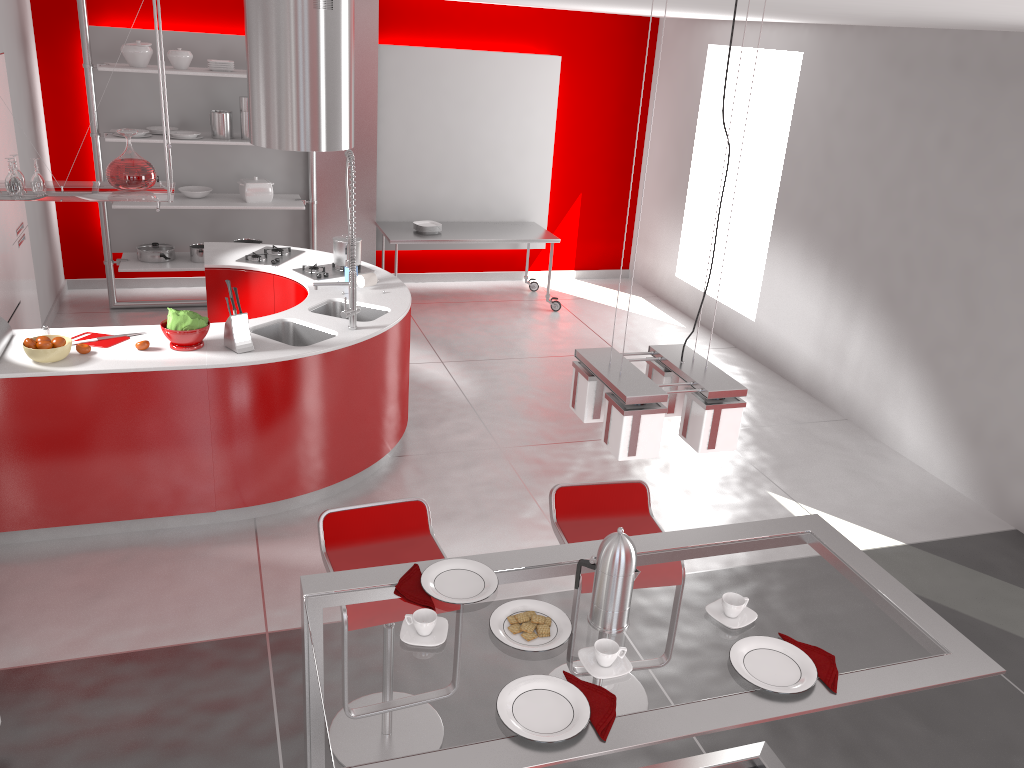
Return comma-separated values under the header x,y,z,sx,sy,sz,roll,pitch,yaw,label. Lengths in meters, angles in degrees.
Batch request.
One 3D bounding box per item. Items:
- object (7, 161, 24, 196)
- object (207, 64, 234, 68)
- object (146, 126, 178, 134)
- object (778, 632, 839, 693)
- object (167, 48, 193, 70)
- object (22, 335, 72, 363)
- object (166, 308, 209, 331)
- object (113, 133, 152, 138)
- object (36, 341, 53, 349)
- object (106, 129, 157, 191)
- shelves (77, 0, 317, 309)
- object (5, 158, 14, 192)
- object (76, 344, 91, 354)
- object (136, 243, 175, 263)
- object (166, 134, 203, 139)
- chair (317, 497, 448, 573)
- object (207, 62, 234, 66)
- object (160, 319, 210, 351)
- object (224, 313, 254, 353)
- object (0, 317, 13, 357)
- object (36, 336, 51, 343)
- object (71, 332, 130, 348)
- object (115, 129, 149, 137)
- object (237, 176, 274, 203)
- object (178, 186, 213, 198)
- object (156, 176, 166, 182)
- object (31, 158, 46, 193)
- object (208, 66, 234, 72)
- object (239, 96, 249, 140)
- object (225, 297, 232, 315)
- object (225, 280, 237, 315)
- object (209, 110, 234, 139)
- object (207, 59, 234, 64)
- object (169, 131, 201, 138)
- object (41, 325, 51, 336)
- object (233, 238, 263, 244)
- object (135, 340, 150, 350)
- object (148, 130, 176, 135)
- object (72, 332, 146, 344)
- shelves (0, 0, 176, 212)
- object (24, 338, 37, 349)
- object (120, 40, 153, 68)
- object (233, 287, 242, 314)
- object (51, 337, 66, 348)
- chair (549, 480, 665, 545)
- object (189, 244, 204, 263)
x,y,z,sx,sy,sz,roll,pitch,yaw,label
-2.106,-0.870,3.753,0.060,0.141,0.060,-15,29,-39,object
-2.301,-2.506,7.010,0.200,0.030,0.200,-3,23,-18,object
-2.824,-2.046,7.166,0.244,0.042,0.244,-7,25,-26,object
0.786,0.702,2.267,0.095,0.012,0.234,-4,23,-19,object
-2.575,-2.524,6.880,0.192,0.153,0.192,2,22,-6,object
-2.120,-0.152,4.058,0.201,0.086,0.201,-3,23,-17,object
-1.575,-0.291,4.309,0.198,0.182,0.193,-1,23,-13,object
-2.956,-1.938,6.912,0.280,0.015,0.280,11,23,16,object
-2.123,-0.174,4.028,0.065,0.052,0.062,-10,26,-32,object
-1.720,-1.008,3.997,0.213,0.266,0.213,7,22,8,object
-2.475,-1.882,7.232,1.735,2.599,0.535,-3,23,-18,shelves
-2.154,-0.900,3.817,0.060,0.141,0.060,-3,23,-18,object
-2.009,-0.164,4.159,0.065,0.047,0.063,-4,23,-18,object
-2.981,-1.100,7.401,0.308,0.130,0.407,0,23,-11,object
-2.590,-1.954,7.018,0.280,0.015,0.280,8,22,9,object
-0.440,0.888,3.121,0.418,0.857,0.460,-5,24,-22,chair
-2.300,-2.520,7.005,0.200,0.030,0.200,-3,23,-18,object
-1.589,-0.241,4.325,0.228,0.118,0.229,23,28,38,object
-1.337,-0.260,4.332,0.091,0.178,0.137,-17,31,-42,object
-2.503,-0.237,4.063,0.300,0.170,0.400,-3,23,-18,object
-2.154,-0.195,4.077,0.066,0.049,0.062,-5,24,-21,object
-2.029,-0.215,4.330,0.266,0.006,0.168,7,22,7,object
-2.955,-1.950,6.906,0.244,0.042,0.244,-11,26,-32,object
-2.149,-1.641,7.443,0.282,0.197,0.235,-8,25,-27,object
-2.639,-1.591,7.395,0.272,0.072,0.272,19,26,32,object
-2.854,-1.586,7.152,0.192,0.214,0.192,-10,26,-30,object
-2.060,-0.906,3.849,0.060,0.141,0.060,-3,23,-18,object
-2.302,-2.492,7.016,0.200,0.030,0.200,-3,23,-18,object
-2.129,-2.136,7.130,0.109,0.329,0.110,-4,24,-20,object
-1.364,-0.318,4.303,0.091,0.197,0.009,23,28,38,object
-1.350,-0.339,4.321,0.150,0.322,0.014,23,28,38,object
-2.338,-2.085,7.128,0.184,0.205,0.172,-1,23,-13,object
-2.299,-2.535,6.999,0.200,0.030,0.200,-3,23,-18,object
-2.589,-1.966,7.013,0.244,0.042,0.244,-11,26,-32,object
-2.265,-0.256,4.308,0.043,0.066,0.042,2,22,-6,object
-2.255,-1.139,7.590,0.240,0.161,0.259,-11,27,-34,object
-1.773,-0.188,4.255,0.064,0.048,0.063,-14,28,-38,object
-2.824,-2.033,7.171,0.280,0.015,0.280,11,23,16,object
-1.982,-0.231,4.360,0.375,0.008,0.041,-15,29,-39,object
-1.966,-1.287,3.767,0.934,1.023,0.462,-3,23,-18,shelves
-2.183,-0.181,4.024,0.055,0.058,0.066,-10,26,-31,object
-2.865,-2.524,6.777,0.231,0.191,0.231,12,23,19,object
-1.326,-0.328,4.340,0.130,0.279,0.012,23,28,38,object
-2.088,-0.192,4.080,0.066,0.049,0.062,0,23,-11,object
0.355,0.843,3.377,0.418,0.857,0.460,-1,23,-14,chair
-2.624,-1.104,7.489,0.196,0.122,0.182,16,25,26,object
